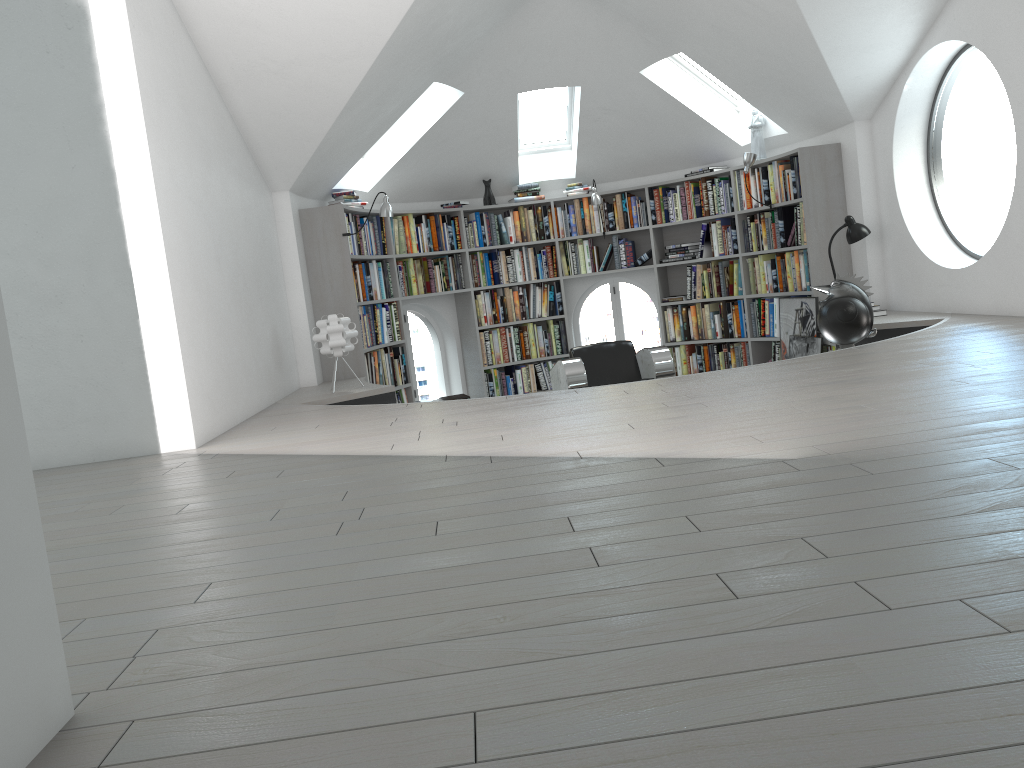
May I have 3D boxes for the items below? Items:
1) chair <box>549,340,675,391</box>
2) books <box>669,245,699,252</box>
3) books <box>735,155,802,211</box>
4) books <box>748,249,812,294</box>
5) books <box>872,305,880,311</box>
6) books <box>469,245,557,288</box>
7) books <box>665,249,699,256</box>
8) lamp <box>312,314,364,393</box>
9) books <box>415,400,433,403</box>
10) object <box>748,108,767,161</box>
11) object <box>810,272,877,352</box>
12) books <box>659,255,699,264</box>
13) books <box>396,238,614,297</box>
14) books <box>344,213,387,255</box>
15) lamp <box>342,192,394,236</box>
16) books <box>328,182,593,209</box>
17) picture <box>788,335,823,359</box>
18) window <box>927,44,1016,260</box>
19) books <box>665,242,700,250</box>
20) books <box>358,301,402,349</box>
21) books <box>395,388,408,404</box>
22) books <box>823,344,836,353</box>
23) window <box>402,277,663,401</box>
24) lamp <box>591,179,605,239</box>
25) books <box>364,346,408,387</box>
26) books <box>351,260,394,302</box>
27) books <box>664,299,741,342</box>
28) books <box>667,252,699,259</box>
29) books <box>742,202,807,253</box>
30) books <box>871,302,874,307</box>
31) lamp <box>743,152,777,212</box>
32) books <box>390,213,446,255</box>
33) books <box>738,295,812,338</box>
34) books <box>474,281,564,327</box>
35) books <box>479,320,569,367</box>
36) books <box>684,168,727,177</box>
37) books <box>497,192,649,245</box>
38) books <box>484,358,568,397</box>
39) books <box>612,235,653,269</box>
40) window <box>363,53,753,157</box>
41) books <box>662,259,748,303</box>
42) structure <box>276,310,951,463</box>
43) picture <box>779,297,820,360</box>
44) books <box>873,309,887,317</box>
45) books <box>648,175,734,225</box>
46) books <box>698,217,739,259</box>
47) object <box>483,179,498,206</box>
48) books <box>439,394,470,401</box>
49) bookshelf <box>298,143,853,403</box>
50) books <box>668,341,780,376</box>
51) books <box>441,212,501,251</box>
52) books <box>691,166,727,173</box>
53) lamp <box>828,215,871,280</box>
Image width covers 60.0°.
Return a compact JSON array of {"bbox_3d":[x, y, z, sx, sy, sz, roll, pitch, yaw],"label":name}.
[{"bbox_3d":[0.777,0.049,6.906,0.823,0.718,0.742,-8,6,-7],"label":"chair"},{"bbox_3d":[1.681,-1.315,8.620,0.214,0.036,0.226,-13,8,-42],"label":"books"},{"bbox_3d":[2.311,-1.729,7.603,0.293,0.361,1.015,-9,6,-20],"label":"books"},{"bbox_3d":[2.419,-0.970,7.650,0.276,0.347,1.022,-9,6,-17],"label":"books"},{"bbox_3d":[2.554,-0.557,6.680,0.286,0.034,0.305,-9,6,-12],"label":"books"},{"bbox_3d":[-0.024,-1.179,8.864,1.029,0.358,0.301,-9,6,-17],"label":"books"},{"bbox_3d":[1.685,-1.284,8.622,0.270,0.031,0.285,-13,8,-42],"label":"books"},{"bbox_3d":[-1.200,-0.217,6.096,0.306,0.523,0.306,-9,5,-14],"label":"lamp"},{"bbox_3d":[-0.884,0.191,8.379,0.214,0.036,0.227,-10,7,-26],"label":"books"},{"bbox_3d":[2.150,-2.183,7.786,0.179,0.471,0.179,-7,5,7],"label":"object"},{"bbox_3d":[2.096,-0.426,5.594,0.321,0.561,0.321,-10,6,-29],"label":"object"},{"bbox_3d":[1.693,-1.221,8.627,0.387,0.042,0.367,-2,8,37],"label":"books"},{"bbox_3d":[-0.156,-1.129,8.626,2.533,0.370,0.591,-10,6,-22],"label":"books"},{"bbox_3d":[-1.353,-1.239,7.436,0.300,0.360,1.036,-6,6,14],"label":"books"},{"bbox_3d":[-1.145,-1.341,6.984,0.414,0.311,0.117,-8,5,-5],"label":"lamp"},{"bbox_3d":[-0.474,-1.761,8.358,2.821,0.173,0.748,-11,7,-32],"label":"books"},{"bbox_3d":[2.384,-0.112,7.233,0.107,0.554,0.490,-8,5,-12],"label":"picture"},{"bbox_3d":[3.172,-1.540,5.851,0.104,1.467,1.474,-7,5,-2],"label":"window"},{"bbox_3d":[1.677,-1.346,8.617,0.269,0.031,0.286,-10,7,-22],"label":"books"},{"bbox_3d":[-1.230,-0.487,7.483,0.260,0.358,1.023,-6,6,15],"label":"books"},{"bbox_3d":[-1.155,0.243,7.610,0.282,0.319,0.921,-6,6,16],"label":"books"},{"bbox_3d":[2.558,-0.121,6.648,0.272,0.297,1.151,-6,6,12],"label":"books"},{"bbox_3d":[0.046,-0.431,8.972,3.235,1.148,0.618,-9,5,-16],"label":"window"},{"bbox_3d":[0.826,-1.685,8.578,0.113,0.565,0.358,-7,5,5],"label":"lamp"},{"bbox_3d":[-1.209,0.094,7.270,0.390,0.694,1.646,-7,6,8],"label":"books"},{"bbox_3d":[-1.313,-0.858,7.487,0.303,0.347,1.092,-6,6,13],"label":"books"},{"bbox_3d":[1.878,-0.614,8.518,0.871,0.350,0.273,-2,7,39],"label":"books"},{"bbox_3d":[1.689,-1.254,8.625,0.285,0.031,0.270,-3,7,32],"label":"books"},{"bbox_3d":[2.362,-1.349,7.623,0.280,0.357,1.053,-9,6,-16],"label":"books"},{"bbox_3d":[2.550,-0.589,6.678,0.269,0.031,0.286,-6,6,8],"label":"books"},{"bbox_3d":[2.110,-1.710,7.512,0.275,0.524,0.112,-8,5,-12],"label":"lamp"},{"bbox_3d":[-0.966,-1.382,8.235,0.269,0.372,0.795,-3,8,41],"label":"books"},{"bbox_3d":[2.431,-0.596,7.741,0.304,0.358,1.185,-9,7,-21],"label":"books"},{"bbox_3d":[0.037,-0.802,8.854,0.999,0.351,0.298,-9,6,-19],"label":"books"},{"bbox_3d":[0.098,-0.422,8.891,1.033,0.356,0.293,-9,6,-17],"label":"books"},{"bbox_3d":[1.858,-1.988,8.352,0.317,0.036,0.336,-13,8,-39],"label":"books"},{"bbox_3d":[0.601,-1.650,8.838,1.565,0.366,0.395,-7,6,3],"label":"books"},{"bbox_3d":[0.129,-0.061,8.911,1.020,0.306,0.288,-9,6,-18],"label":"books"},{"bbox_3d":[1.221,-1.327,8.785,0.398,0.340,0.225,-6,5,18],"label":"books"},{"bbox_3d":[0.322,-2.574,7.968,4.055,0.711,1.937,-8,6,-2],"label":"window"},{"bbox_3d":[1.888,-0.991,8.424,0.973,0.351,0.252,-2,7,40],"label":"books"},{"bbox_3d":[0.715,0.074,6.798,4.706,0.691,4.725,-2,9,42],"label":"structure"},{"bbox_3d":[2.398,-0.294,7.400,0.090,0.861,0.579,-8,5,-12],"label":"picture"},{"bbox_3d":[2.559,-0.521,6.683,0.365,0.042,0.389,-8,6,-2],"label":"books"},{"bbox_3d":[1.748,-1.751,8.416,0.968,0.366,0.307,-2,8,41],"label":"books"},{"bbox_3d":[2.006,-1.377,8.287,0.553,0.350,0.256,-2,8,44],"label":"books"},{"bbox_3d":[-0.220,-1.878,8.721,0.147,0.264,0.202,-8,5,-6],"label":"object"},{"bbox_3d":[-0.556,0.168,8.569,0.318,0.099,0.292,-7,6,-1],"label":"books"},{"bbox_3d":[0.546,-0.826,8.109,4.333,1.876,2.114,-8,6,-2],"label":"bookshelf"},{"bbox_3d":[2.101,-0.251,8.322,0.360,0.310,1.496,-12,8,-40],"label":"books"},{"bbox_3d":[-0.448,-1.486,8.670,0.683,0.345,0.265,-10,6,-25],"label":"books"},{"bbox_3d":[1.855,-2.016,8.350,0.234,0.027,0.247,-11,7,-30],"label":"books"},{"bbox_3d":[2.542,-0.932,6.645,0.322,0.658,0.234,-6,5,13],"label":"lamp"}]
